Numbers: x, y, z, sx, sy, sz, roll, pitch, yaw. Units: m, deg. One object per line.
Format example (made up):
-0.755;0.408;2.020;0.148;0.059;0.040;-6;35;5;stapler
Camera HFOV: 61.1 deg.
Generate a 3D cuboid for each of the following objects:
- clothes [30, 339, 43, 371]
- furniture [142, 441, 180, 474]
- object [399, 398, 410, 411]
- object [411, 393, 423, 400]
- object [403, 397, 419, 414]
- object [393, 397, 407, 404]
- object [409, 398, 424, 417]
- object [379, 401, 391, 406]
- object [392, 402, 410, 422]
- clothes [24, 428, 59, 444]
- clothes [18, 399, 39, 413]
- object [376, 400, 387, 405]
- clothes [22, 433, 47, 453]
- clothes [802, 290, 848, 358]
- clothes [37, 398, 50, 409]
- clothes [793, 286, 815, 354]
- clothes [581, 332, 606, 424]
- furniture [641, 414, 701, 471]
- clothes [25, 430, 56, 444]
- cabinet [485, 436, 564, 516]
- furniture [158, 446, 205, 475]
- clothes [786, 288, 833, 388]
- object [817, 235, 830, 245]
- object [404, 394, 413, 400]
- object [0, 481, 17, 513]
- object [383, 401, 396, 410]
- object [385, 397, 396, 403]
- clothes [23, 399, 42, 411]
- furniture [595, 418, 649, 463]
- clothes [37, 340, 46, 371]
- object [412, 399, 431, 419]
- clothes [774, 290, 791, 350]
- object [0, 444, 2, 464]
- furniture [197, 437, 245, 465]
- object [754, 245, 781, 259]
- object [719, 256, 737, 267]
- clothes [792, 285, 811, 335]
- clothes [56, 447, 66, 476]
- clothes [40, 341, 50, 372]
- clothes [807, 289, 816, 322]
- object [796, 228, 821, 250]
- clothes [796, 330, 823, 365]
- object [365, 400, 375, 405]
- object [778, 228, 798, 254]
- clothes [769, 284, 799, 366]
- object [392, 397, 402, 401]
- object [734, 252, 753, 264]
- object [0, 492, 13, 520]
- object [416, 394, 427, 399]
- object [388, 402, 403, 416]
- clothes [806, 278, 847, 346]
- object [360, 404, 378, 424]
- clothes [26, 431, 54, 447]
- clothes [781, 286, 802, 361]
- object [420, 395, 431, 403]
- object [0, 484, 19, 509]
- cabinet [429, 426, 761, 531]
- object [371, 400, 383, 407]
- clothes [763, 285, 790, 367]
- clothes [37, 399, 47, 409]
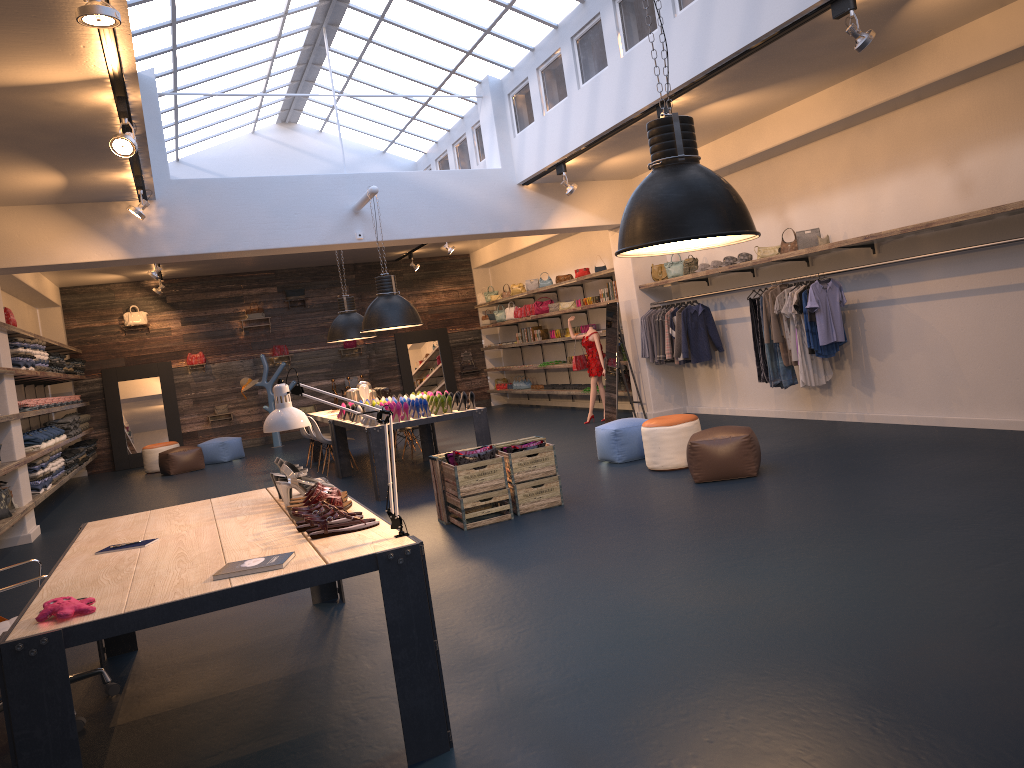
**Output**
-6.162;-0.357;11.015;0.280;0.455;0.321;-8;1;-10;clothes
-6.049;1.261;15.011;0.618;0.480;0.543;-8;2;-21;furniture
-1.218;0.256;9.810;0.216;0.195;0.226;-8;2;-23;object
-1.149;0.216;10.431;0.216;0.195;0.226;-8;2;-23;object
-1.105;0.251;9.594;0.217;0.195;0.225;-9;2;-26;object
-1.310;0.255;10.084;0.222;0.195;0.226;-9;2;-24;object
-1.036;0.253;9.358;0.216;0.195;0.226;-8;2;-23;object
-1.412;0.288;9.697;0.212;0.195;0.230;-8;2;-15;object
-1.154;0.288;8.973;0.217;0.195;0.225;-9;2;-26;object
-6.350;0.722;11.636;0.454;0.240;0.399;-9;2;-24;clothes
-6.067;0.284;10.704;0.359;0.159;0.313;-8;2;-3;clothes
-1.501;0.288;9.942;0.216;0.195;0.226;-8;2;-23;object
-5.933;0.719;10.534;0.454;0.240;0.399;-9;2;-24;clothes
3.370;-0.665;9.368;0.525;0.769;0.116;-8;1;-27;clothes
-6.396;0.276;11.641;0.344;0.155;0.326;-9;3;-29;clothes
3.319;-0.708;9.456;0.600;0.751;0.129;-8;1;-24;clothes
1.286;-0.110;13.323;0.500;1.385;0.318;-8;1;-37;clothes
1.552;0.552;8.372;0.618;0.480;0.543;-8;2;-21;furniture
-6.214;0.721;11.275;0.454;0.240;0.399;-9;2;-24;clothes
0.116;0.765;7.330;0.504;0.548;0.519;-8;2;-24;cabinet
-5.459;1.243;14.334;0.706;0.423;0.592;-9;3;-40;furniture
3.306;-0.522;9.601;0.537;1.109;0.121;-8;0;-27;clothes
3.379;-1.558;9.415;0.127;0.133;0.083;-7;1;11;object
-1.283;0.224;10.635;0.217;0.195;0.224;-9;2;-28;object
-5.033;1.129;8.507;0.207;0.338;0.394;-7;2;20;object
-1.335;0.289;9.462;0.214;0.195;0.228;-8;2;-19;object
-1.489;0.256;10.556;0.216;0.195;0.226;-8;2;-23;object
-6.157;0.275;11.008;0.344;0.155;0.326;-9;3;-29;clothes
1.237;0.580;9.289;0.696;0.423;0.602;-9;2;-25;furniture
-6.271;-0.357;11.303;0.280;0.455;0.321;-8;1;-10;clothes
-0.955;0.255;9.097;0.212;0.195;0.230;-8;2;-16;object
3.196;-0.734;9.775;0.590;0.685;0.108;-8;1;-27;clothes
-4.945;0.704;8.011;0.454;0.232;0.163;-10;2;-42;object
-5.118;1.152;15.264;0.624;0.423;0.674;-7;2;16;furniture
3.037;-1.567;10.228;0.348;0.174;0.241;-7;2;17;object
2.728;-1.543;10.954;0.250;0.136;0.168;-8;2;-5;object
3.292;-0.801;9.511;0.559;0.586;0.072;-8;1;-27;clothes
-6.180;1.075;11.627;0.280;0.455;0.321;-8;1;-10;clothes
-6.391;-0.356;11.619;0.280;0.455;0.321;-8;1;-10;clothes
3.321;-0.848;9.339;0.490;0.371;0.128;-9;1;-27;clothes
3.301;-1.607;9.667;0.259;0.230;0.083;-7;1;22;object
3.270;-0.595;9.652;0.353;0.876;0.086;-8;0;-25;clothes
-1.708;0.291;10.446;0.214;0.195;0.227;-8;2;-20;object
3.185;-1.641;9.969;0.269;0.299;0.112;-7;1;37;object
3.155;-0.673;9.908;0.561;0.947;0.170;-8;1;-30;clothes
-1.368;0.251;10.327;0.216;0.195;0.226;-8;2;-23;object
2.837;-1.544;10.668;0.250;0.136;0.168;-8;2;-5;object
-4.914;1.101;8.157;0.187;0.386;0.437;-8;2;14;object
-1.071;0.218;10.178;0.216;0.195;0.226;-8;2;-23;object
-1.251;0.289;9.223;0.216;0.195;0.226;-8;2;-23;object
3.388;-0.779;9.261;0.590;0.699;0.114;-8;1;-28;clothes
-1.525;0.319;9.363;0.219;0.195;0.222;-9;2;-37;object
-6.081;0.720;10.923;0.438;0.240;0.416;-8;2;-8;clothes
3.235;-0.684;9.698;0.546;0.831;0.132;-8;1;-24;clothes
-1.003;0.222;9.898;0.216;0.195;0.226;-8;2;-23;object
-5.224;1.128;8.762;0.170;0.367;0.401;-8;2;20;object
0.762;0.677;7.336;2.913;0.548;0.715;-8;2;-13;cabinet
-1.588;0.287;10.200;0.216;0.195;0.226;-8;2;-23;object
3.122;-0.674;10.007;0.561;0.947;0.170;-8;1;-30;clothes
-6.306;0.286;11.337;0.359;0.159;0.313;-8;2;-3;clothes
